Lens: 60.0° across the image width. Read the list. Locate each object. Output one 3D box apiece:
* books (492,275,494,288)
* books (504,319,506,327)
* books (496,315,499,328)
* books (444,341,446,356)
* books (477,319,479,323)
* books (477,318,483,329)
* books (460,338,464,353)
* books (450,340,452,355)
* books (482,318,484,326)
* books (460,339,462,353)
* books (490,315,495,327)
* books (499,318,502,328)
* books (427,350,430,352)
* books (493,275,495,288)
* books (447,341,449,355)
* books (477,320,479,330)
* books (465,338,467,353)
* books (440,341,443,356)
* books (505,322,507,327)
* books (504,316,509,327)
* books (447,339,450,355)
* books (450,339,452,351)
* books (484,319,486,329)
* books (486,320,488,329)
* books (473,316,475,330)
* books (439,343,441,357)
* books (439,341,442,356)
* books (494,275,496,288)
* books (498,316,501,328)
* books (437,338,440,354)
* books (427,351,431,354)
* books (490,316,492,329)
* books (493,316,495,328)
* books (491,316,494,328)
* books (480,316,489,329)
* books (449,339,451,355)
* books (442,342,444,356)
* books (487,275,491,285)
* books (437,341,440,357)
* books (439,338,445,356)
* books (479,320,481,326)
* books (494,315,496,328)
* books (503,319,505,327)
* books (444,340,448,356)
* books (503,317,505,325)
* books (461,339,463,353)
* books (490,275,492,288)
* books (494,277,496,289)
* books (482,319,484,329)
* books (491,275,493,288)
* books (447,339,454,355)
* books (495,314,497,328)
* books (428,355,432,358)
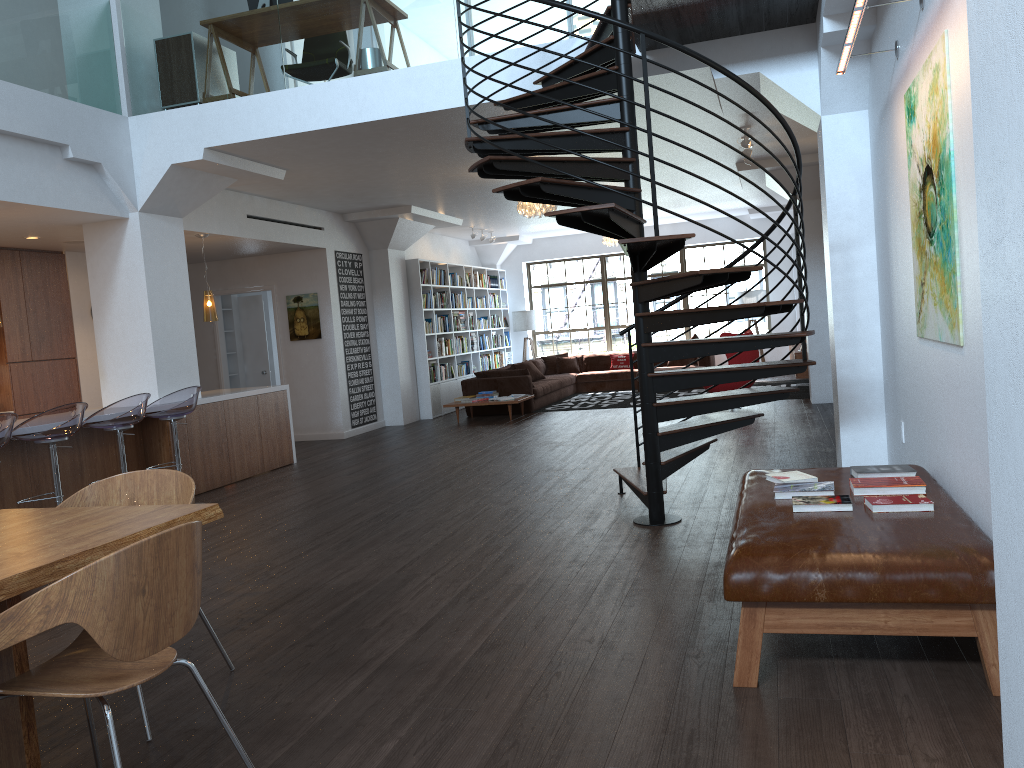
[{"bbox_3d":[-0.439,-1.933,16.863,0.183,0.253,0.042,-4,4,17],"label":"books"},{"bbox_3d":[-0.217,-1.210,17.426,0.167,0.210,0.162,-4,4,17],"label":"books"},{"bbox_3d":[-0.350,-1.192,16.971,0.183,0.253,0.042,-4,4,17],"label":"books"},{"bbox_3d":[-1.158,-0.567,14.217,0.174,0.240,0.045,-4,4,17],"label":"books"},{"bbox_3d":[-0.659,-1.061,15.879,0.134,0.184,0.029,-4,4,17],"label":"books"},{"bbox_3d":[-0.608,-1.088,16.050,0.140,0.206,0.042,-4,4,17],"label":"books"},{"bbox_3d":[-0.903,-0.644,14.977,0.183,0.253,0.034,-4,4,16],"label":"books"},{"bbox_3d":[-1.079,-0.588,14.441,0.174,0.240,0.045,-4,4,17],"label":"books"},{"bbox_3d":[-0.583,-1.090,16.127,0.136,0.196,0.045,-4,4,17],"label":"books"},{"bbox_3d":[-0.940,-0.630,14.868,0.171,0.246,0.057,-4,4,16],"label":"books"},{"bbox_3d":[-0.421,-1.171,16.744,0.183,0.253,0.042,-4,4,17],"label":"books"},{"bbox_3d":[-0.300,-1.181,17.111,0.161,0.207,0.135,-4,4,16],"label":"books"},{"bbox_3d":[-1.353,-0.503,13.579,0.144,0.025,0.204,-4,4,7],"label":"books"},{"bbox_3d":[-0.422,-1.937,16.904,0.183,0.253,0.042,-4,4,17],"label":"books"},{"bbox_3d":[-1.114,-0.572,14.306,0.168,0.231,0.037,-4,4,17],"label":"books"},{"bbox_3d":[-0.663,-1.055,15.833,0.128,0.178,0.021,-4,4,17],"label":"books"},{"bbox_3d":[-0.865,-0.658,15.154,0.183,0.253,0.034,-4,4,16],"label":"books"},{"bbox_3d":[-1.185,-0.558,14.060,0.171,0.246,0.057,-4,4,17],"label":"books"},{"bbox_3d":[-0.220,-1.219,17.465,0.182,0.226,0.173,-4,4,17],"label":"books"},{"bbox_3d":[-0.183,-1.221,17.510,0.182,0.215,0.188,-4,4,17],"label":"books"},{"bbox_3d":[-1.102,-0.586,14.338,0.183,0.253,0.034,-4,4,17],"label":"books"},{"bbox_3d":[-1.062,-0.597,14.472,0.160,0.250,0.026,-4,4,17],"label":"books"},{"bbox_3d":[-0.557,-1.092,16.226,0.134,0.184,0.030,-4,4,17],"label":"books"},{"bbox_3d":[-0.515,-1.092,16.319,0.120,0.167,0.020,-4,4,17],"label":"books"},{"bbox_3d":[-0.748,-1.068,15.618,0.171,0.246,0.036,-4,4,17],"label":"books"},{"bbox_3d":[-1.196,-0.532,13.971,0.144,0.207,0.048,-4,4,17],"label":"books"},{"bbox_3d":[-1.201,-0.551,14.016,0.159,0.241,0.038,-4,4,17],"label":"books"},{"bbox_3d":[-0.398,-1.944,16.987,0.183,0.253,0.042,-4,4,17],"label":"books"},{"bbox_3d":[-0.324,-1.190,17.058,0.174,0.236,0.142,-4,4,16],"label":"books"},{"bbox_3d":[-1.207,-0.573,13.923,0.140,0.298,0.044,-4,4,17],"label":"books"},{"bbox_3d":[-1.352,-0.474,13.577,0.174,0.032,0.254,-4,4,12],"label":"books"},{"bbox_3d":[-0.473,-1.154,16.566,0.160,0.251,0.031,-4,4,17],"label":"books"},{"bbox_3d":[-0.416,-1.154,16.706,0.161,0.223,0.032,-4,4,17],"label":"books"},{"bbox_3d":[-0.442,-1.156,16.634,0.174,0.240,0.054,-4,4,17],"label":"books"},{"bbox_3d":[-0.503,-1.132,16.401,0.140,0.231,0.042,-4,4,17],"label":"books"},{"bbox_3d":[-1.089,-0.589,14.369,0.183,0.253,0.034,-4,4,17],"label":"books"},{"bbox_3d":[-1.172,-0.550,14.101,0.161,0.223,0.027,-4,4,17],"label":"books"},{"bbox_3d":[-0.494,-1.917,16.698,0.183,0.253,0.042,-4,4,17],"label":"books"},{"bbox_3d":[-1.237,-0.543,13.881,0.189,0.247,0.057,-4,4,17],"label":"books"},{"bbox_3d":[-1.166,-0.587,14.138,0.176,0.290,0.053,-4,4,17],"label":"books"},{"bbox_3d":[-0.618,-1.061,15.968,0.120,0.167,0.019,-4,4,17],"label":"books"},{"bbox_3d":[-0.396,-1.174,16.814,0.171,0.246,0.039,-4,4,17],"label":"books"},{"bbox_3d":[-0.235,-1.209,17.328,0.161,0.222,0.084,-4,4,17],"label":"books"},{"bbox_3d":[-1.123,-0.576,14.259,0.171,0.246,0.057,-4,4,17],"label":"books"},{"bbox_3d":[-0.227,-1.210,17.362,0.161,0.218,0.101,-4,4,17],"label":"books"},{"bbox_3d":[-0.924,-0.633,14.943,0.174,0.240,0.045,-4,4,16],"label":"books"},{"bbox_3d":[-0.476,-1.922,16.738,0.183,0.253,0.042,-4,4,17],"label":"books"},{"bbox_3d":[-0.416,-1.940,16.947,0.183,0.253,0.042,-4,4,17],"label":"books"},{"bbox_3d":[-0.591,-1.084,16.087,0.139,0.191,0.036,-4,4,17],"label":"books"},{"bbox_3d":[-0.463,-1.925,16.780,0.183,0.253,0.042,-4,4,17],"label":"books"},{"bbox_3d":[-1.051,-0.602,14.499,0.183,0.253,0.034,-4,4,17],"label":"books"},{"bbox_3d":[-0.380,-1.187,16.890,0.180,0.259,0.042,-4,4,17],"label":"books"},{"bbox_3d":[-1.343,-0.408,13.585,0.197,0.035,0.284,-4,4,7],"label":"books"}]
